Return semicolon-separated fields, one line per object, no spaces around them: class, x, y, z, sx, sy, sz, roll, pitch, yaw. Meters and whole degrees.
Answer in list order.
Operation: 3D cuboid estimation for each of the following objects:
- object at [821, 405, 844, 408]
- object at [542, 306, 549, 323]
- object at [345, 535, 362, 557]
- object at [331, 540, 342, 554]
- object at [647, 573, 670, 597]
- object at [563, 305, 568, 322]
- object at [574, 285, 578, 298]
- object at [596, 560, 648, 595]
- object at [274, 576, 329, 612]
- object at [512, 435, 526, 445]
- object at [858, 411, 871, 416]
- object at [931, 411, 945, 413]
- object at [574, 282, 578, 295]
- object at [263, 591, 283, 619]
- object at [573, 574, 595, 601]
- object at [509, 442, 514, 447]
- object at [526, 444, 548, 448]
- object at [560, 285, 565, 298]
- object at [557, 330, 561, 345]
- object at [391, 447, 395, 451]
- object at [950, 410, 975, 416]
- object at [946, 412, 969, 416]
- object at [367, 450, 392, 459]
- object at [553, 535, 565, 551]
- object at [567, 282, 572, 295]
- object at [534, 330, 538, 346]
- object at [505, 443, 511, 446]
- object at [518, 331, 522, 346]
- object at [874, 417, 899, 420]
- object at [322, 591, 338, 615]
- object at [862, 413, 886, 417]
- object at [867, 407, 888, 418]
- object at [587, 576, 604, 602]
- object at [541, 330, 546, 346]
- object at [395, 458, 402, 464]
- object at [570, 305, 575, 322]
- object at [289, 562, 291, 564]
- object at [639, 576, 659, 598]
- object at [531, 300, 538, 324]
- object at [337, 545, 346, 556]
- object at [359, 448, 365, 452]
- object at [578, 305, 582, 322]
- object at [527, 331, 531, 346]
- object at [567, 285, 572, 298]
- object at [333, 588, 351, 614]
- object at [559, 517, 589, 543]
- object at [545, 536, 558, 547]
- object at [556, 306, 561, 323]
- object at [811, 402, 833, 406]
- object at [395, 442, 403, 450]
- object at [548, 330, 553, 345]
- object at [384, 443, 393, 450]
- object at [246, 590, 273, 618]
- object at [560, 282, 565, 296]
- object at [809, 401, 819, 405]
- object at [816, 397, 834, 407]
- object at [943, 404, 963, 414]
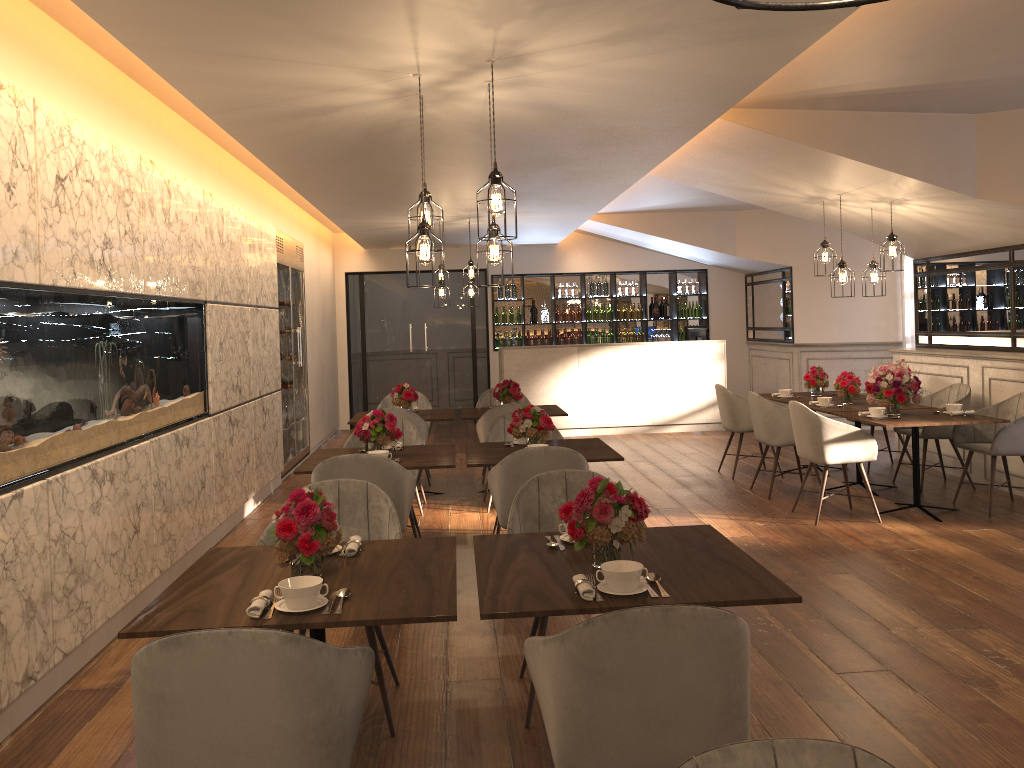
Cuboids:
object;2.676;0.187;7.386;0.197;0.015;0.043;-2;4;-8
object;0.503;-1.062;13.410;0.108;0.281;0.108;-1;1;42
object;-0.558;0.570;3.119;0.056;0.039;0.176;-2;4;-4
object;-0.672;0.557;3.111;0.148;0.072;0.148;-3;4;-26
object;0.432;0.587;2.593;0.043;0.015;0.197;-2;4;-7
object;0.810;-1.065;13.432;0.065;0.261;0.066;-2;1;-25
object;0.968;-1.403;13.409;0.070;0.190;0.041;-2;1;-4
object;0.320;0.564;2.566;0.148;0.072;0.148;-3;4;-26
object;-0.597;0.596;2.506;0.148;0.072;0.148;-3;4;-26
object;0.076;0.353;5.740;0.148;0.072;0.148;1;4;39
object;2.702;0.223;6.680;0.175;0.039;0.056;-2;3;-4
object;3.288;0.211;6.754;0.197;0.015;0.043;-2;4;-8
object;0.967;-1.439;13.408;0.069;0.208;0.040;-2;1;-4
object;-0.676;0.622;2.511;0.025;0.024;0.193;-2;4;-4
object;0.207;0.585;2.559;0.056;0.039;0.176;-2;4;-4
object;0.001;0.392;5.709;0.022;0.004;0.211;-2;4;-4
object;0.151;0.392;5.135;0.148;0.072;0.148;1;4;39
object;0.768;-1.396;13.396;0.070;0.190;0.041;-2;1;-4
object;0.711;-0.699;13.429;0.065;0.261;0.066;-2;1;-25
object;-0.760;0.407;5.676;0.025;0.024;0.193;-2;4;-4
object;3.322;0.214;6.528;0.175;0.039;0.056;-2;3;-4
object;3.311;0.219;6.562;0.192;0.024;0.025;-2;2;-4
object;-0.765;0.425;5.075;0.148;0.072;0.148;1;4;39
object;0.169;0.563;3.140;0.022;0.004;0.211;-2;4;-4
object;0.867;-1.436;13.402;0.069;0.208;0.040;-2;1;-4
object;0.365;-0.686;13.406;0.065;0.261;0.066;-2;1;-25
object;-0.035;0.387;5.713;0.043;0.015;0.197;-2;4;-7
object;0.121;-0.677;13.390;0.065;0.261;0.066;-2;1;-25
object;2.737;0.249;6.455;0.197;0.015;0.043;-2;4;-8
object;-0.520;0.626;2.538;0.022;0.004;0.211;-2;4;-4
object;2.714;0.231;6.647;0.192;0.024;0.025;-2;2;-4
object;2.709;0.213;6.566;0.148;0.072;0.148;1;4;39
object;0.241;0.590;2.571;0.025;0.024;0.193;-2;4;-4
object;0.475;-0.690;13.413;0.065;0.261;0.066;-2;1;-25
object;-0.653;0.448;5.102;0.043;0.015;0.197;-2;4;-7
object;0.920;-1.069;13.439;0.065;0.261;0.066;-2;1;-25
object;-0.747;0.596;3.081;0.022;0.004;0.211;-2;4;-4
object;0.397;0.593;2.598;0.022;0.004;0.211;-2;4;-4
object;0.335;-1.096;13.404;0.104;0.359;0.104;-2;1;-32
object;-0.592;0.579;3.108;0.025;0.024;0.193;-2;4;-4
object;-0.951;0.419;5.653;0.043;0.015;0.197;-2;4;-7
object;1.030;-1.073;13.446;0.065;0.261;0.066;-2;1;-25
object;0.254;-0.682;13.399;0.065;0.261;0.066;-2;1;-25
object;0.868;-1.399;13.402;0.070;0.190;0.041;-2;1;-4
object;-0.492;0.620;2.533;0.043;0.015;0.197;-2;4;0
object;0.244;0.524;3.171;0.148;0.072;0.148;-3;4;-26
object;0.133;0.558;3.145;0.043;0.015;0.197;-2;4;-7
object;0.699;-1.061;13.425;0.065;0.261;0.066;-2;1;-25
object;2.653;0.169;7.577;0.192;0.024;0.025;-2;2;-4
object;-0.727;0.398;5.688;0.056;0.039;0.176;-2;4;-4
object;0.585;-0.694;13.421;0.065;0.261;0.066;-2;1;-25
object;-0.841;0.385;5.680;0.148;0.072;0.148;1;4;39
object;-0.710;0.617;2.499;0.056;0.039;0.176;-2;4;-4
object;0.767;-1.432;13.395;0.069;0.208;0.040;-2;1;-4
object;2.641;0.160;7.611;0.175;0.039;0.056;-2;3;-4
object;2.649;0.151;7.497;0.148;0.072;0.148;1;4;39
object;3.314;0.189;6.642;0.148;0.072;0.148;1;4;39
